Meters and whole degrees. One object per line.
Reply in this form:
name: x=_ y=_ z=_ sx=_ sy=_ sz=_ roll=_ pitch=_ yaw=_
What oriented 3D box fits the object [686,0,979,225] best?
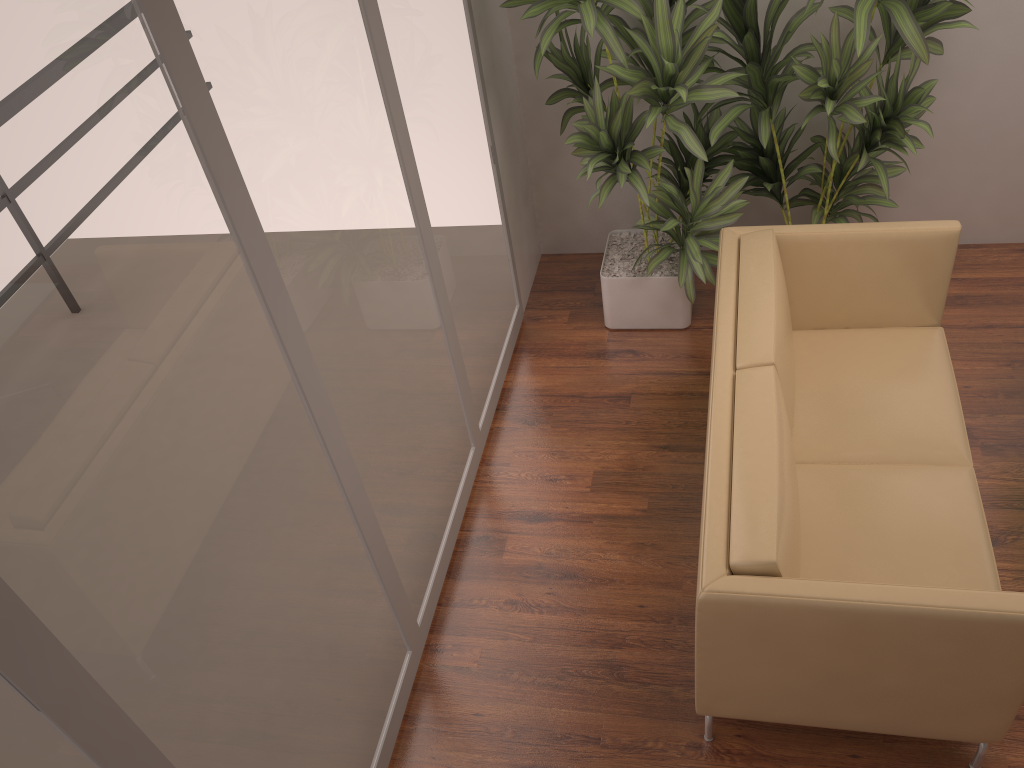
object: x=1.261 y=-1.210 z=3.602 sx=1.075 sy=2.204 sz=0.927 roll=11 pitch=47 yaw=23

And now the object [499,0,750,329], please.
object: x=0.602 y=-1.210 z=3.759 sx=0.959 sy=2.204 sz=1.039 roll=16 pitch=49 yaw=26

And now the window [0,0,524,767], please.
window: x=-0.955 y=1.076 z=0.697 sx=0.062 sy=3.436 sz=8.162 roll=2 pitch=44 yaw=14

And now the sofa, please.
sofa: x=1.125 y=0.251 z=3.039 sx=0.879 sy=0.878 sz=1.717 roll=2 pitch=44 yaw=14
